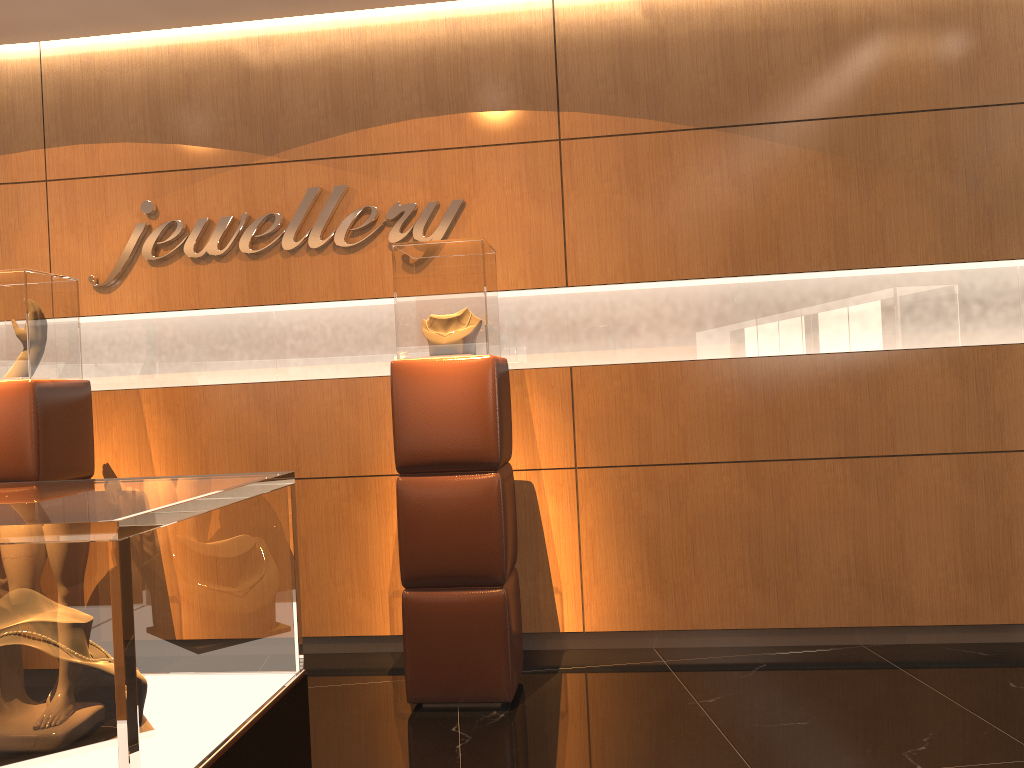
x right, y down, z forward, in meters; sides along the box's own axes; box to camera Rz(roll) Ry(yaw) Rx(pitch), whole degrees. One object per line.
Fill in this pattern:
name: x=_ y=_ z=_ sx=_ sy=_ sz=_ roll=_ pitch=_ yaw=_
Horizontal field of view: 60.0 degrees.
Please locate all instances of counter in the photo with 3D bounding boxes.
counter: x=-1.653 y=0.811 z=1.502 sx=2.514 sy=1.173 sz=0.615 roll=-3 pitch=0 yaw=6

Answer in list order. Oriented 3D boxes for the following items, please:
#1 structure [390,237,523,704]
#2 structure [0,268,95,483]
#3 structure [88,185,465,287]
structure: x=-0.245 y=0.370 z=3.976 sx=0.484 sy=1.968 sz=0.498 roll=-3 pitch=0 yaw=6
structure: x=-2.312 y=0.488 z=4.206 sx=0.484 sy=2.000 sz=0.498 roll=-3 pitch=0 yaw=6
structure: x=-1.252 y=-0.787 z=4.637 sx=2.050 sy=0.442 sz=0.034 roll=-3 pitch=0 yaw=6
